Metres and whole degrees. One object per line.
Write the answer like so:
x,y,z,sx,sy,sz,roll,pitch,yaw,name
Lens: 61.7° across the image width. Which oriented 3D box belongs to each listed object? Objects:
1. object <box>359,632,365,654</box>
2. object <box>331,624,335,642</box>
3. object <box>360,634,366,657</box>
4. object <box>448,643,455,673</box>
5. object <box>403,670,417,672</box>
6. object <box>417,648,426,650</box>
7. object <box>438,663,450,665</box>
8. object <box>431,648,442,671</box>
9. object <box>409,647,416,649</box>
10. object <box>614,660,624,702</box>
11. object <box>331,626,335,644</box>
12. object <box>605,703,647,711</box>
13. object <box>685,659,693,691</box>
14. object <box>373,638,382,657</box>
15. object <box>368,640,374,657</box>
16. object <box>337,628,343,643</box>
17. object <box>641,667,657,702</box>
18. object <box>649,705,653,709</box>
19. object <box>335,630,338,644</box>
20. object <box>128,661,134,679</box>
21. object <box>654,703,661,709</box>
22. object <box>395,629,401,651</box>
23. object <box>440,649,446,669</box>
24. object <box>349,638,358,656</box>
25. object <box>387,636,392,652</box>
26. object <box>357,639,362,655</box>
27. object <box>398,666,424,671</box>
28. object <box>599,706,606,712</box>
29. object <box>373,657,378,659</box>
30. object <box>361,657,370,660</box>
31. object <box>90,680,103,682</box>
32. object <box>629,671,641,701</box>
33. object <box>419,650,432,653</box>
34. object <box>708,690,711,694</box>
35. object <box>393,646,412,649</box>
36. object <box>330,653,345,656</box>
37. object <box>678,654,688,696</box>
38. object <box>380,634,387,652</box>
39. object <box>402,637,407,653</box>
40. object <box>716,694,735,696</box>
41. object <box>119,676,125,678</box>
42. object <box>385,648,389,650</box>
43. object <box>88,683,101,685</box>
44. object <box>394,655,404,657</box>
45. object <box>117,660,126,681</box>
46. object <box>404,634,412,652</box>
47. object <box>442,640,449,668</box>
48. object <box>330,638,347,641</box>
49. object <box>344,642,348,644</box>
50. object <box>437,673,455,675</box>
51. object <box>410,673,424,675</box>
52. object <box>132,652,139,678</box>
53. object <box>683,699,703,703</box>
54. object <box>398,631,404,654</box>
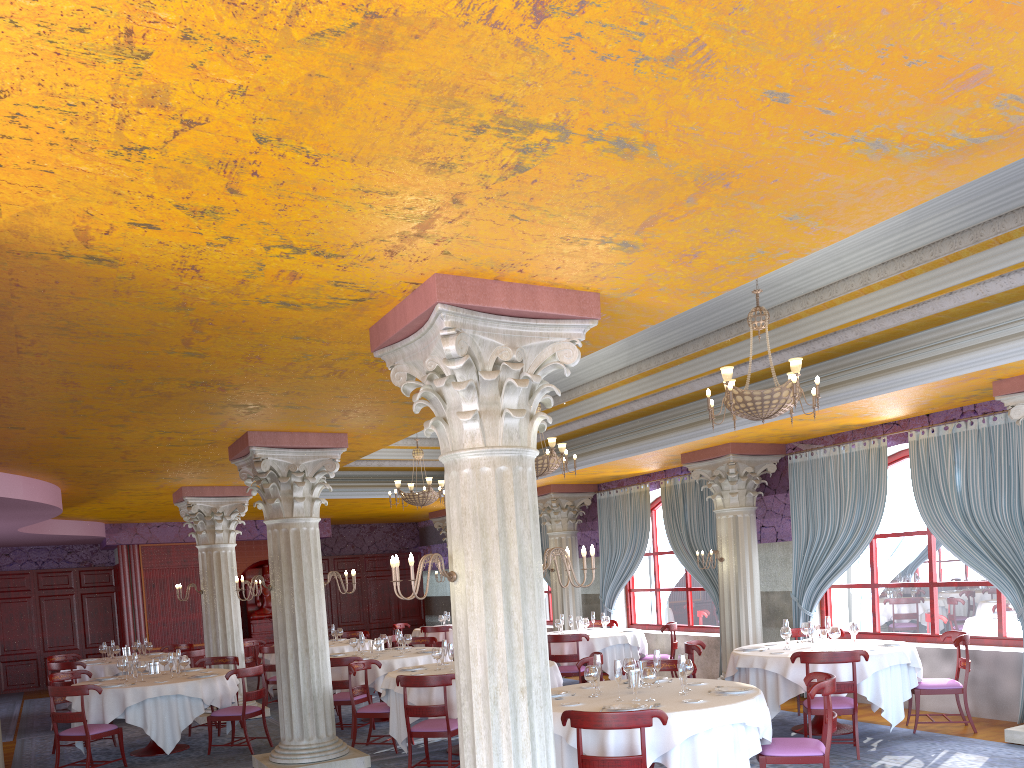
-2.262,3.896,12.885,0.074,0.337,0.073,-3,2,7,object
-3.320,4.628,15.906,0.074,0.337,0.073,-3,2,7,object
-2.153,3.772,12.352,0.073,0.337,0.074,-5,3,-38,object
-0.687,3.088,9.665,0.074,0.337,0.073,-3,2,7,object
-1.226,3.351,9.997,0.258,0.020,0.055,-8,-12,21,object
-1.385,4.036,13.035,0.159,0.009,0.161,-6,-13,11,object
-0.847,3.460,10.575,0.158,0.009,0.162,-2,-13,-9,object
-0.871,3.202,9.968,0.122,0.265,0.123,-4,0,-15,object
-1.551,4.113,13.343,0.028,0.013,0.236,-6,-13,15,object
0.851,2.371,6.847,0.073,0.337,0.074,-5,3,-38,object
-3.210,4.503,15.373,0.074,0.337,0.073,-3,2,7,object
0.861,2.435,6.440,0.312,0.024,0.320,-2,-12,-9,object
1.463,2.444,7.189,0.121,0.265,0.123,-4,0,-38,object
-1.919,3.776,12.276,0.121,0.265,0.123,-4,0,-38,object
-2.024,3.807,12.326,0.086,0.238,0.085,-4,1,-4,object
-3.131,4.585,15.606,0.121,0.265,0.123,-4,0,-38,object
1.085,2.375,6.771,0.122,0.265,0.123,-4,0,-15,object
1.034,2.431,6.423,0.022,0.003,0.257,-7,-13,14,object
-3.179,4.578,15.501,0.086,0.238,0.085,-4,1,-4,object
-5.018,3.754,11.242,0.086,0.238,0.085,-3,1,19,object
1.071,2.419,6.414,0.055,0.019,0.260,-7,-13,19,object
-1.730,3.886,12.993,0.074,0.337,0.073,-2,2,30,object
-0.822,3.236,10.075,0.085,0.238,0.086,-4,1,-26,object
-2.338,3.885,12.655,0.123,0.265,0.121,-4,0,30,object
-1.853,3.950,13.024,0.085,0.238,0.086,-4,1,-26,object
-2.288,3.919,12.762,0.085,0.238,0.086,-4,1,-26,object
-1.201,3.394,10.207,0.312,0.024,0.320,3,-14,-28,object
0.692,2.467,6.513,0.028,0.013,0.236,-6,-13,15,object
-1.933,3.819,11.919,0.055,0.019,0.260,-7,-13,19,object
-2.143,3.835,11.945,0.312,0.024,0.320,3,-14,-28,object
-5.422,3.870,11.163,0.258,0.020,0.055,-8,-12,21,object
0.980,2.406,6.821,0.085,0.238,0.086,-4,1,-26,object
-1.197,3.891,12.466,0.312,0.024,0.320,3,-14,-28,object
1.608,2.516,6.986,0.030,0.011,0.141,-7,-13,17,object
-1.721,4.133,13.415,0.313,0.024,0.320,-4,-12,1,object
-2.667,4.077,12.893,0.318,0.024,0.314,-14,-16,40,object
1.383,2.362,6.955,0.073,0.337,0.074,-5,3,-38,object
-1.960,3.954,13.073,0.122,0.265,0.123,-4,0,-15,object
-1.590,3.837,12.588,0.086,0.238,0.085,-4,1,-4,object
1.736,2.464,6.792,0.233,0.013,0.028,-7,-10,16,object
-5.325,3.951,11.543,0.233,0.013,0.028,-7,-10,16,object
-1.931,4.154,13.441,0.055,0.019,0.260,-7,-13,19,object
-5.266,3.788,10.814,0.158,0.009,0.162,-2,-13,-9,object
-1.609,3.846,12.107,0.159,0.009,0.161,-6,-13,11,object
-5.068,3.720,11.135,0.122,0.265,0.123,-4,0,-15,object
-1.541,3.844,12.693,0.123,0.265,0.121,-4,0,30,object
-0.796,3.212,10.198,0.074,0.337,0.073,-3,2,7,object
-3.310,4.874,16.328,0.318,0.024,0.314,-14,-16,40,object
-2.986,4.657,15.403,0.030,0.011,0.141,-7,-13,17,object
-0.677,3.152,9.258,0.312,0.024,0.320,3,-14,-28,object
-1.070,3.270,9.647,0.158,0.009,0.162,-2,-13,-9,object
-4.992,3.731,11.365,0.074,0.337,0.073,-3,2,7,object
1.395,2.445,6.603,0.158,0.009,0.162,3,-14,-28,object
-1.621,3.762,12.460,0.074,0.337,0.073,-3,2,7,object
